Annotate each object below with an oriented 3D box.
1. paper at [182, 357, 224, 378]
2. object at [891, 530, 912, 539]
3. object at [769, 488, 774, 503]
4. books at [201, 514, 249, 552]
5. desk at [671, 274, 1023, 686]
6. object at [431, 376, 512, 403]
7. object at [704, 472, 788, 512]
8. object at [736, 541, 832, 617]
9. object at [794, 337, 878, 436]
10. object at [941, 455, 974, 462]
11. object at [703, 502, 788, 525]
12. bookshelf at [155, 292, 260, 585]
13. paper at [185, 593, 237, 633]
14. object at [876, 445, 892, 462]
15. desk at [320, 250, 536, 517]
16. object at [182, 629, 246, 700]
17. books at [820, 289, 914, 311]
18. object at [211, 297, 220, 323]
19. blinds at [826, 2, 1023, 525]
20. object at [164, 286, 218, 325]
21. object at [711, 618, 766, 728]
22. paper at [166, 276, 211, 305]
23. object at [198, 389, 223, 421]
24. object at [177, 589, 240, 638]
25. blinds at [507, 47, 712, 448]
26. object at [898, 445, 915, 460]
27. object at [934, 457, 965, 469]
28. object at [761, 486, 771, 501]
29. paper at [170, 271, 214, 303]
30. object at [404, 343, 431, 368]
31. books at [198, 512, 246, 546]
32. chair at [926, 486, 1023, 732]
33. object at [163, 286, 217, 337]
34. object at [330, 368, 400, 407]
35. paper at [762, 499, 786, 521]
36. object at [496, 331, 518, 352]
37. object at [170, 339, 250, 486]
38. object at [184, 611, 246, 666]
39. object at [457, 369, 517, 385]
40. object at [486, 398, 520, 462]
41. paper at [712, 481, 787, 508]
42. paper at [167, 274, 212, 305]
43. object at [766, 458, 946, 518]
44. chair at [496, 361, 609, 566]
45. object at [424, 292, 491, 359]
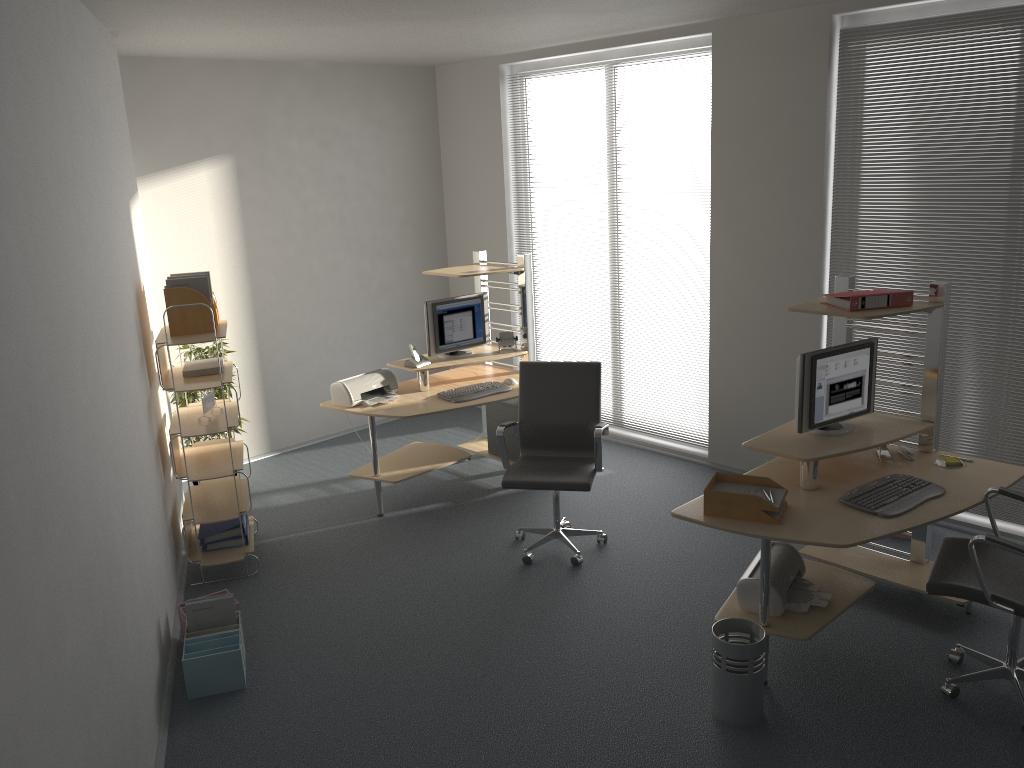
[{"bbox_3d":[-1.763,-0.097,5.071,0.213,0.046,0.297,-7,15,-15],"label":"paper"},{"bbox_3d":[2.319,0.770,5.164,0.185,0.202,0.245,5,17,28],"label":"object"},{"bbox_3d":[1.085,0.468,3.712,0.008,0.009,0.159,0,15,10],"label":"object"},{"bbox_3d":[-1.685,0.871,5.218,0.262,0.072,0.320,-7,15,-14],"label":"books"},{"bbox_3d":[1.527,0.420,3.924,1.469,1.566,0.967,-16,20,-41],"label":"desk"},{"bbox_3d":[-0.405,0.022,6.047,0.478,0.082,0.814,-13,18,-34],"label":"object"},{"bbox_3d":[0.992,0.453,3.755,0.309,0.060,0.225,4,16,25],"label":"object"},{"bbox_3d":[1.227,0.867,3.929,0.351,0.162,0.438,6,17,30],"label":"object"},{"bbox_3d":[1.517,0.009,4.238,0.516,0.418,0.245,-8,16,-20],"label":"object"},{"bbox_3d":[2.122,0.353,4.238,0.158,0.011,0.011,11,20,42],"label":"object"},{"bbox_3d":[0.994,0.507,3.769,0.309,0.060,0.225,4,16,25],"label":"object"},{"bbox_3d":[-1.731,0.281,5.072,0.381,1.572,0.724,-7,15,-15],"label":"bookshelf"},{"bbox_3d":[-1.394,1.146,4.150,0.220,0.306,0.068,-7,15,-16],"label":"paper"},{"bbox_3d":[1.809,0.324,4.306,0.054,0.064,0.159,1,15,14],"label":"object"},{"bbox_3d":[-0.403,-0.003,5.900,1.469,1.566,0.967,-16,20,-41],"label":"desk"},{"bbox_3d":[-1.332,1.260,3.982,0.245,0.202,0.185,-7,15,-16],"label":"object"},{"bbox_3d":[1.670,-0.411,4.188,0.320,0.072,0.262,-6,15,-10],"label":"books"},{"bbox_3d":[-1.814,-0.463,5.058,0.243,0.259,0.113,-6,15,-12],"label":"object"},{"bbox_3d":[2.645,-0.583,4.805,0.022,2.770,1.950,-16,20,-41],"label":"blinds"},{"bbox_3d":[-1.785,-0.434,4.941,0.243,0.259,0.113,-7,15,-15],"label":"object"},{"bbox_3d":[0.911,1.165,3.576,0.208,0.377,0.208,-3,15,1],"label":"object"},{"bbox_3d":[-1.756,-0.429,4.840,0.213,0.297,0.045,-7,15,-17],"label":"paper"},{"bbox_3d":[-1.716,0.105,5.024,0.077,0.161,0.192,-2,15,3],"label":"object"},{"bbox_3d":[-1.479,1.170,4.356,0.245,0.202,0.185,-13,18,-33],"label":"object"},{"bbox_3d":[0.710,-1.007,6.785,0.037,2.749,1.950,-16,20,-41],"label":"blinds"},{"bbox_3d":[1.914,0.330,4.304,0.022,0.042,0.134,-3,15,-1],"label":"object"},{"bbox_3d":[2.063,0.363,4.179,0.132,0.026,0.132,-16,20,-41],"label":"object"},{"bbox_3d":[1.069,0.462,3.737,0.008,0.009,0.159,-2,15,2],"label":"object"},{"bbox_3d":[-1.822,-0.487,5.072,0.213,0.297,0.045,-6,15,-12],"label":"paper"},{"bbox_3d":[-0.643,-0.200,5.970,0.119,0.151,0.150,6,17,32],"label":"object"},{"bbox_3d":[-1.697,0.819,5.201,0.263,0.100,0.320,-7,15,-14],"label":"books"},{"bbox_3d":[2.035,0.768,3.521,0.652,1.048,0.584,7,17,32],"label":"chair"},{"bbox_3d":[-1.747,-0.406,4.826,0.243,0.259,0.113,-7,15,-17],"label":"object"},{"bbox_3d":[-0.902,0.026,5.760,0.351,0.162,0.438,9,19,37],"label":"object"},{"bbox_3d":[0.996,0.519,3.772,0.297,0.019,0.210,4,16,25],"label":"paper"},{"bbox_3d":[-0.036,-0.300,6.264,0.154,0.135,0.093,-4,15,-6],"label":"object"},{"bbox_3d":[-2.102,0.233,6.183,0.544,1.147,0.644,-6,15,-14],"label":"object"},{"bbox_3d":[-1.387,1.218,4.154,0.245,0.202,0.185,-7,15,-16],"label":"object"},{"bbox_3d":[-0.179,-0.056,6.292,0.168,0.088,0.742,-15,19,-39],"label":"object"},{"bbox_3d":[0.051,0.317,6.302,0.199,0.422,0.471,-16,20,-41],"label":"object"},{"bbox_3d":[0.993,0.469,3.759,0.297,0.010,0.210,4,16,25],"label":"paper"},{"bbox_3d":[-1.793,-0.458,4.955,0.213,0.297,0.045,-7,15,-15],"label":"paper"},{"bbox_3d":[1.487,0.450,4.057,0.478,0.082,0.814,-13,18,-34],"label":"object"},{"bbox_3d":[0.247,0.451,5.069,0.584,1.048,0.652,0,15,12],"label":"chair"},{"bbox_3d":[-0.399,-0.410,6.197,0.516,0.418,0.245,-11,17,-27],"label":"object"}]
